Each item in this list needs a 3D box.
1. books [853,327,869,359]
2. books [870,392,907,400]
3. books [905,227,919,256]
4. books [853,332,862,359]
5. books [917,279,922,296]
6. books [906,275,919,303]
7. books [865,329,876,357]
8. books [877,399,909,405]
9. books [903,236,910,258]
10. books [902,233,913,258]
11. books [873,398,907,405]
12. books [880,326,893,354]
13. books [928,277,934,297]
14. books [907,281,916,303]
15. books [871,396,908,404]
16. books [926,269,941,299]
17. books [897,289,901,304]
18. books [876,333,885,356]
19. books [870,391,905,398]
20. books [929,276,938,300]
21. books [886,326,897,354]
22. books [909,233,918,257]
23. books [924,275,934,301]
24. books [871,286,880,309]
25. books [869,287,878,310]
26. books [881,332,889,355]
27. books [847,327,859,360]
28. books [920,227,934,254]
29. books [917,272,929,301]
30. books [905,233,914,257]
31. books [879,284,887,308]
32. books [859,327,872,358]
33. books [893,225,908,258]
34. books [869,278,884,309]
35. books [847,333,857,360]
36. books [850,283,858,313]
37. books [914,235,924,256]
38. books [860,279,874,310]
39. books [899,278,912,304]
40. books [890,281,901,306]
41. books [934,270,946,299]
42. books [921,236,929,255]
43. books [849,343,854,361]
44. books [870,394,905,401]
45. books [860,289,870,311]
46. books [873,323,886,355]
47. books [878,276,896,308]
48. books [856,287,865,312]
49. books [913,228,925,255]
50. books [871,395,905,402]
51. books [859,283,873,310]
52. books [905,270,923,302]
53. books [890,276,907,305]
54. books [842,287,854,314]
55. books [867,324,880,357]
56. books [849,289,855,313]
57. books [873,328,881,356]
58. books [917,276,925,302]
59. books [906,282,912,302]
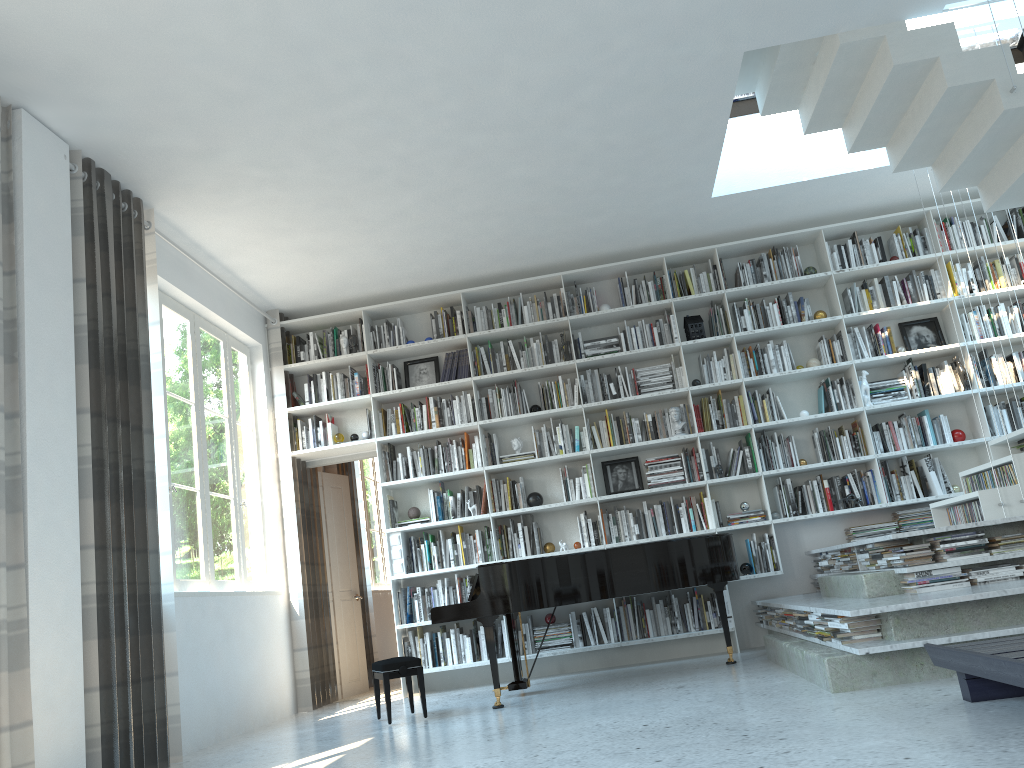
[{"bbox_3d":[2.753,-0.294,7.018,0.065,0.288,0.146,-9,-13,5],"label":"books"},{"bbox_3d":[2.910,0.107,6.912,0.285,0.012,0.160,-9,-14,3],"label":"books"},{"bbox_3d":[3.218,-1.098,7.136,0.020,0.298,0.131,-9,-13,5],"label":"books"},{"bbox_3d":[2.717,-0.269,7.011,0.011,0.247,0.156,-9,-13,5],"label":"books"},{"bbox_3d":[3.216,-0.712,7.054,0.014,0.249,0.163,-9,-13,5],"label":"books"},{"bbox_3d":[3.175,-0.714,7.049,0.023,0.263,0.156,-9,-13,5],"label":"books"},{"bbox_3d":[2.825,-0.292,7.025,0.043,0.268,0.131,-9,-13,5],"label":"books"},{"bbox_3d":[2.916,0.165,6.894,0.285,0.012,0.160,-10,-14,9],"label":"books"},{"bbox_3d":[3.144,-1.055,7.115,0.007,0.225,0.170,-9,-13,5],"label":"books"},{"bbox_3d":[3.161,-1.067,7.123,0.031,0.248,0.165,-9,-13,5],"label":"books"},{"bbox_3d":[2.915,0.153,6.897,0.254,0.012,0.161,-8,-14,1],"label":"books"},{"bbox_3d":[2.945,-0.310,6.991,0.021,0.252,0.167,-9,-13,5],"label":"books"},{"bbox_3d":[3.307,-0.724,7.048,0.014,0.245,0.143,-9,-13,5],"label":"books"},{"bbox_3d":[3.150,-0.690,7.037,0.031,0.217,0.166,-9,-13,5],"label":"books"},{"bbox_3d":[2.913,0.141,6.897,0.285,0.012,0.160,-11,-14,10],"label":"books"},{"bbox_3d":[3.343,-0.752,7.037,0.026,0.283,0.147,-9,-13,5],"label":"books"},{"bbox_3d":[3.064,-0.656,7.078,0.027,0.195,0.131,-9,-13,5],"label":"books"},{"bbox_3d":[2.883,-0.280,6.977,0.013,0.206,0.190,-9,-14,5],"label":"books"},{"bbox_3d":[2.907,0.094,6.908,0.254,0.012,0.161,-8,-14,0],"label":"books"},{"bbox_3d":[3.324,-0.723,7.037,0.022,0.233,0.159,-9,-13,5],"label":"books"},{"bbox_3d":[2.968,-0.311,6.978,0.026,0.243,0.178,-9,-13,5],"label":"books"},{"bbox_3d":[3.202,-1.069,7.111,0.018,0.234,0.186,-9,-13,5],"label":"books"},{"bbox_3d":[3.283,-0.722,7.032,0.030,0.240,0.162,-9,-13,5],"label":"books"},{"bbox_3d":[2.891,-0.650,7.087,0.024,0.235,0.147,-9,-13,5],"label":"books"},{"bbox_3d":[2.864,-0.643,7.075,0.030,0.223,0.158,-9,-13,5],"label":"books"},{"bbox_3d":[2.921,-0.286,6.989,0.033,0.212,0.153,-9,-13,5],"label":"books"},{"bbox_3d":[2.702,-0.291,7.027,0.015,0.300,0.141,-9,-13,5],"label":"books"},{"bbox_3d":[3.324,-1.101,7.110,0.026,0.262,0.163,-9,-13,5],"label":"books"},{"bbox_3d":[3.248,-0.733,7.031,0.036,0.271,0.177,-9,-13,5],"label":"books"},{"bbox_3d":[3.186,-1.072,7.136,0.017,0.256,0.147,-9,-13,5],"label":"books"},{"bbox_3d":[2.939,-0.662,7.072,0.025,0.238,0.143,-9,-13,5],"label":"books"},{"bbox_3d":[2.795,-0.298,7.020,0.012,0.284,0.160,-9,-13,5],"label":"books"},{"bbox_3d":[3.132,-1.097,7.134,0.007,0.320,0.166,-9,-13,5],"label":"books"},{"bbox_3d":[2.909,-0.683,7.071,0.026,0.287,0.156,-9,-13,5],"label":"books"},{"bbox_3d":[2.685,-0.261,7.037,0.030,0.253,0.128,-9,-13,5],"label":"books"},{"bbox_3d":[2.733,-0.649,7.094,0.051,0.281,0.167,-9,-13,5],"label":"books"},{"bbox_3d":[3.246,-1.062,7.110,0.029,0.209,0.170,-9,-13,5],"label":"books"},{"bbox_3d":[2.838,-0.674,7.085,0.011,0.295,0.163,-9,-13,5],"label":"books"},{"bbox_3d":[3.113,-0.696,7.036,0.014,0.239,0.189,-9,-13,5],"label":"books"},{"bbox_3d":[3.029,-0.678,7.040,0.030,0.229,0.187,-9,-13,5],"label":"books"},{"bbox_3d":[3.372,-0.748,7.030,0.031,0.264,0.170,-9,-13,5],"label":"books"},{"bbox_3d":[3.303,-1.067,7.128,0.031,0.211,0.132,-9,-13,5],"label":"books"},{"bbox_3d":[2.652,-0.273,7.035,0.031,0.283,0.137,-9,-13,5],"label":"books"},{"bbox_3d":[2.910,0.119,6.909,0.254,0.012,0.161,-10,-14,7],"label":"books"},{"bbox_3d":[2.799,-0.627,7.066,0.025,0.207,0.175,-9,-13,5],"label":"books"},{"bbox_3d":[2.893,-0.318,6.996,0.014,0.284,0.176,-9,-13,5],"label":"books"},{"bbox_3d":[2.958,-0.691,7.022,0.032,0.264,0.246,-9,-14,5],"label":"books"},{"bbox_3d":[2.774,-0.639,7.096,0.026,0.250,0.131,-9,-13,5],"label":"books"},{"bbox_3d":[3.270,-1.096,7.133,0.025,0.278,0.136,-9,-13,5],"label":"books"},{"bbox_3d":[2.911,0.130,6.902,0.254,0.012,0.161,-10,-14,9],"label":"books"},{"bbox_3d":[2.822,-0.656,7.074,0.026,0.260,0.167,-9,-13,5],"label":"books"},{"bbox_3d":[3.193,-0.736,7.037,0.022,0.294,0.181,-9,-13,5],"label":"books"},{"bbox_3d":[3.083,-0.707,7.067,0.048,0.282,0.162,-9,-13,5],"label":"books"},{"bbox_3d":[2.691,-0.628,7.097,0.012,0.253,0.161,-9,-13,5],"label":"books"},{"bbox_3d":[2.848,-0.311,7.002,0.012,0.286,0.177,-9,-13,5],"label":"books"},{"bbox_3d":[2.704,-0.622,7.092,0.013,0.236,0.142,-9,-13,5],"label":"books"},{"bbox_3d":[2.866,-0.301,7.011,0.020,0.266,0.152,-9,-13,5],"label":"books"},{"bbox_3d":[3.227,-0.716,7.040,0.011,0.248,0.152,-9,-13,5],"label":"books"},{"bbox_3d":[3.130,-0.683,7.049,0.013,0.215,0.178,-9,-13,5],"label":"books"}]
